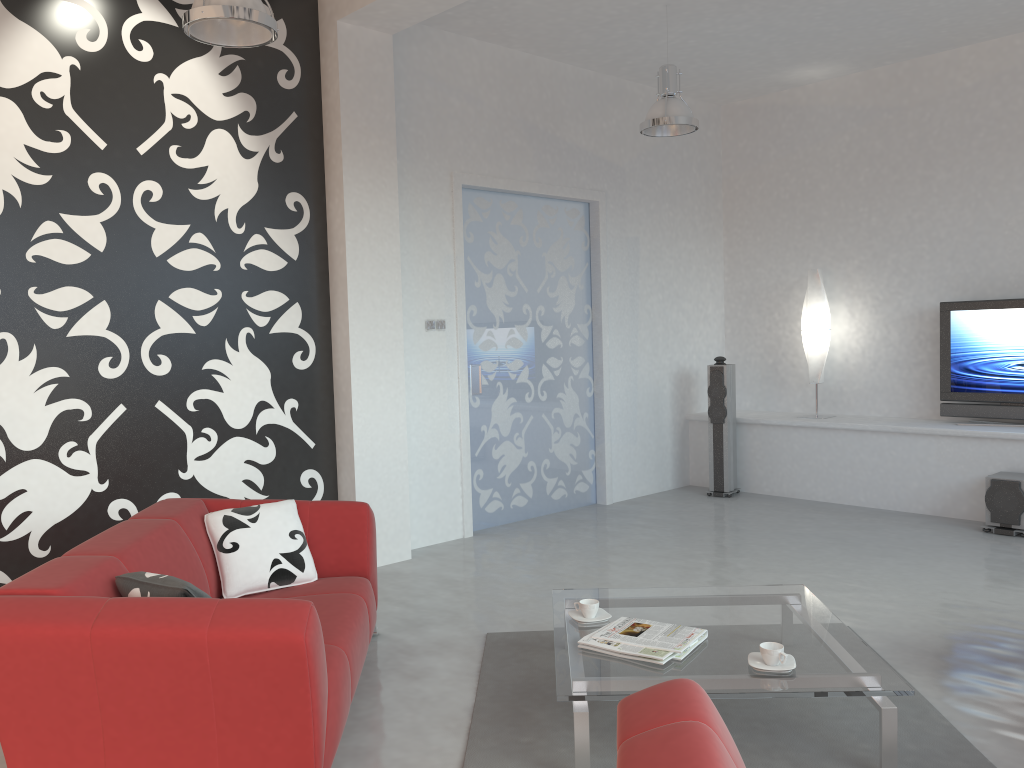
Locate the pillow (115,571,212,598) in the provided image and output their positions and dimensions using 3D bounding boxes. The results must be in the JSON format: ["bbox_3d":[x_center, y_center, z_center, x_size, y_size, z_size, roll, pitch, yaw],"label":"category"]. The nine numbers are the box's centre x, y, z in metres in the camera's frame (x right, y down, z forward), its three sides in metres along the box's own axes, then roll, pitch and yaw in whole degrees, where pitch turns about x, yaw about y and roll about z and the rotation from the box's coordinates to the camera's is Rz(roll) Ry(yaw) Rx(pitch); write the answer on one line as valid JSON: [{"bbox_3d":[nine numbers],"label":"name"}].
[{"bbox_3d":[-1.019,0.749,2.781,0.402,0.343,0.288,1,4,39],"label":"pillow"}]

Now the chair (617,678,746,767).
[{"bbox_3d":[0.756,0.948,1.439,1.288,0.738,0.951,-1,3,7],"label":"chair"}]

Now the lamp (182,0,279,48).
[{"bbox_3d":[-1.182,-1.859,3.671,0.379,0.800,0.379,1,4,40],"label":"lamp"}]

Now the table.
[{"bbox_3d":[0.710,1.064,3.326,1.097,0.286,1.162,-2,3,2],"label":"table"}]

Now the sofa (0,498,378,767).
[{"bbox_3d":[-1.034,0.900,3.272,0.951,0.738,1.929,-2,3,-3],"label":"sofa"}]

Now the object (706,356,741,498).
[{"bbox_3d":[1.791,0.355,7.549,0.255,1.184,0.273,0,4,32],"label":"object"}]

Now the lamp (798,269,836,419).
[{"bbox_3d":[2.552,-0.341,7.440,0.263,1.239,0.263,1,4,39],"label":"lamp"}]

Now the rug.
[{"bbox_3d":[0.703,1.210,3.335,1.700,0.025,1.700,-2,3,2],"label":"rug"}]

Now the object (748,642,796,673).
[{"bbox_3d":[0.862,0.903,2.946,0.153,0.069,0.153,-1,3,13],"label":"object"}]

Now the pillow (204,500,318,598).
[{"bbox_3d":[-1.068,0.695,3.776,0.402,0.343,0.288,-4,4,-36],"label":"pillow"}]

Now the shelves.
[{"bbox_3d":[3.686,0.338,6.237,0.650,0.050,5.500,-5,4,-43],"label":"shelves"}]

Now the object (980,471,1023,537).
[{"bbox_3d":[3.360,0.803,5.951,0.337,0.374,0.336,-5,4,-43],"label":"object"}]

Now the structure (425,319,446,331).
[{"bbox_3d":[-0.518,-0.402,6.034,0.170,0.080,0.016,-5,4,-43],"label":"structure"}]

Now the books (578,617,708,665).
[{"bbox_3d":[0.485,0.918,3.197,0.367,0.035,0.345,1,4,37],"label":"books"}]

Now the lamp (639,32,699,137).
[{"bbox_3d":[1.005,-2.038,5.716,0.379,0.800,0.379,1,4,43],"label":"lamp"}]

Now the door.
[{"bbox_3d":[0.132,-0.238,6.797,1.600,2.550,0.240,-5,4,-43],"label":"door"}]

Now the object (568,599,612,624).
[{"bbox_3d":[0.305,0.890,3.486,0.153,0.069,0.153,-3,3,-17],"label":"object"}]

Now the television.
[{"bbox_3d":[3.753,-0.152,6.294,0.343,0.919,1.356,-5,4,-43],"label":"television"}]
